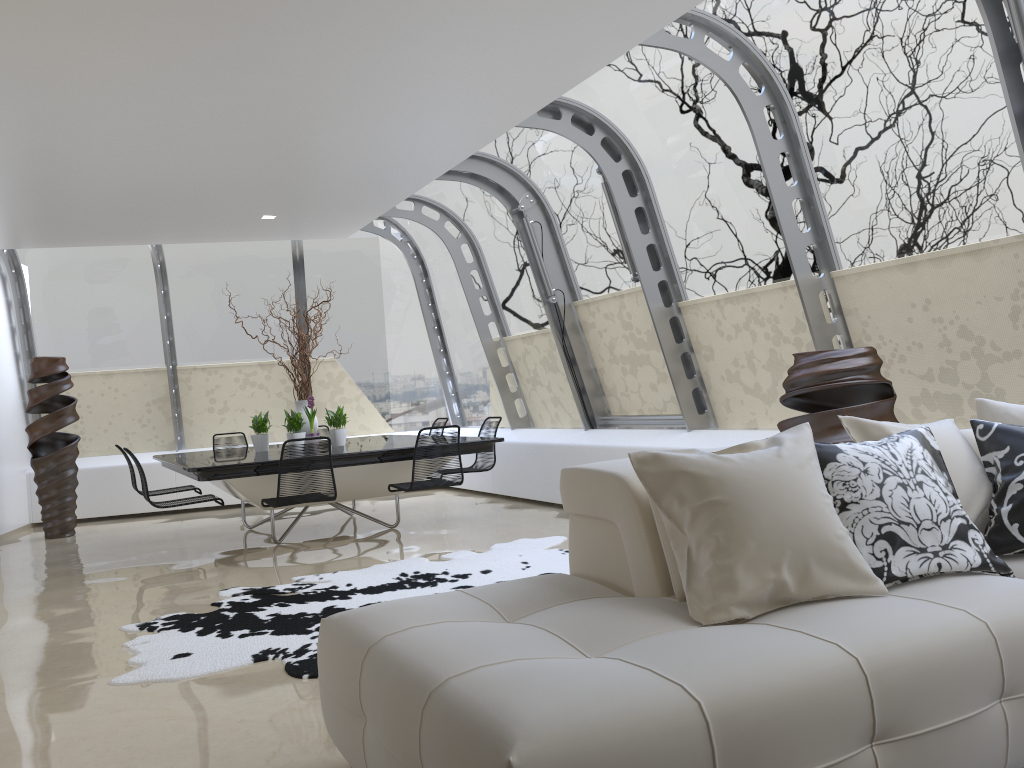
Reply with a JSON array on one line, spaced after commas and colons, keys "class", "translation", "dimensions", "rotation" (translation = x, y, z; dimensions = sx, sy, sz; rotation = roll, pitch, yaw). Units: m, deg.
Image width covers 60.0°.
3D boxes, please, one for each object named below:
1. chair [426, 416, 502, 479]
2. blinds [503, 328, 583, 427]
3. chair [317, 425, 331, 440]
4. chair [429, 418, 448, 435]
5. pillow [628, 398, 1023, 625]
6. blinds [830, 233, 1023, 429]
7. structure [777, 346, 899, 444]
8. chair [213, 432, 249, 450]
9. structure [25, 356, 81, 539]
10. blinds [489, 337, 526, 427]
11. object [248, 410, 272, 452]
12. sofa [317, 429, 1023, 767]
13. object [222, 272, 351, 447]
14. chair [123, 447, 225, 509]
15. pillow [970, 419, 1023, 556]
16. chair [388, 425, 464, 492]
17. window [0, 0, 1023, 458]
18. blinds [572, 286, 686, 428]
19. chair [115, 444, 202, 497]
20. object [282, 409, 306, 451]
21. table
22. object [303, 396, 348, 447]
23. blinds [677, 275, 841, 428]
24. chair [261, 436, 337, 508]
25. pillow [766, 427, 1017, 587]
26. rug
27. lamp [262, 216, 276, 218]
[{"class": "chair", "translation": [-0.441, 0.584, 8.157], "dimensions": [0.688, 0.519, 0.446], "rotation": [-4, -1, -27]}, {"class": "blinds", "translation": [0.401, -0.032, 9.064], "dimensions": [0.329, 1.027, 1.430], "rotation": [-4, -1, -27]}, {"class": "chair", "translation": [-2.073, 0.718, 9.705], "dimensions": [0.446, 0.519, 0.688], "rotation": [-4, -1, -27]}, {"class": "chair", "translation": [-1.015, 0.637, 9.295], "dimensions": [0.688, 0.519, 0.446], "rotation": [-4, -1, -27]}, {"class": "pillow", "translation": [2.108, 0.283, 2.297], "dimensions": [3.322, 0.530, 1.656], "rotation": [-5, -1, 33]}, {"class": "blinds", "translation": [2.480, -0.226, 4.944], "dimensions": [0.329, 1.027, 1.430], "rotation": [-4, -1, -27]}, {"class": "structure", "translation": [1.751, 0.442, 4.715], "dimensions": [0.674, 1.258, 0.672], "rotation": [-5, -1, 40]}, {"class": "chair", "translation": [-2.897, 0.773, 9.287], "dimensions": [0.446, 0.519, 0.688], "rotation": [-4, -1, -27]}, {"class": "structure", "translation": [-4.645, 0.644, 8.998], "dimensions": [0.498, 1.843, 0.493], "rotation": [-4, -1, -16]}, {"class": "blinds", "translation": [-0.191, 0.559, 10.667], "dimensions": [0.663, 2.118, 1.829], "rotation": [-4, -1, -27]}, {"class": "object", "translation": [-2.284, 0.428, 8.070], "dimensions": [0.215, 0.369, 0.284], "rotation": [-4, -1, 12]}, {"class": "sofa", "translation": [1.737, 0.584, 1.713], "dimensions": [3.257, 0.866, 4.169], "rotation": [-4, -1, -27]}, {"class": "object", "translation": [-2.059, -0.181, 8.081], "dimensions": [1.031, 1.549, 1.135], "rotation": [-4, -1, -35]}, {"class": "chair", "translation": [-2.681, 0.733, 7.020], "dimensions": [0.688, 0.519, 0.446], "rotation": [-4, -1, -27]}, {"class": "pillow", "translation": [1.816, 0.352, 2.868], "dimensions": [0.599, 0.483, 0.405], "rotation": [-4, -1, 32]}, {"class": "chair", "translation": [-0.665, 0.587, 6.913], "dimensions": [0.446, 0.519, 0.688], "rotation": [-4, -1, -27]}, {"class": "window", "translation": [-4.889, 0.072, 3.483], "dimensions": [16.693, 3.674, 16.171], "rotation": [-4, -1, -21]}, {"class": "blinds", "translation": [1.063, -0.189, 7.676], "dimensions": [0.387, 1.214, 1.376], "rotation": [-4, -1, -27]}, {"class": "chair", "translation": [-3.255, 0.786, 8.159], "dimensions": [0.688, 0.519, 0.446], "rotation": [-4, -1, -27]}, {"class": "object", "translation": [-1.905, 0.398, 7.778], "dimensions": [0.215, 0.369, 0.284], "rotation": [-4, -1, 7]}, {"class": "table", "translation": [-1.798, 0.958, 8.111], "dimensions": [2.494, 0.759, 3.031], "rotation": [-4, -1, -27]}, {"class": "object", "translation": [-1.665, 0.333, 8.052], "dimensions": [0.417, 0.476, 0.238], "rotation": [-4, -1, 1]}, {"class": "blinds", "translation": [1.787, -0.161, 6.317], "dimensions": [0.329, 1.027, 1.430], "rotation": [-4, -1, -27]}, {"class": "chair", "translation": [-1.553, 0.646, 6.463], "dimensions": [0.446, 0.519, 0.688], "rotation": [-4, -1, -27]}, {"class": "pillow", "translation": [1.166, 0.386, 2.757], "dimensions": [0.604, 0.471, 0.394], "rotation": [-4, -1, -11]}, {"class": "rug", "translation": [-0.504, 1.208, 4.950], "dimensions": [3.220, 0.008, 2.705], "rotation": [-4, -1, -27]}, {"class": "lamp", "translation": [-4.334, -1.457, 1.673], "dimensions": [9.775, 0.004, 9.928], "rotation": [-4, -1, -26]}]
